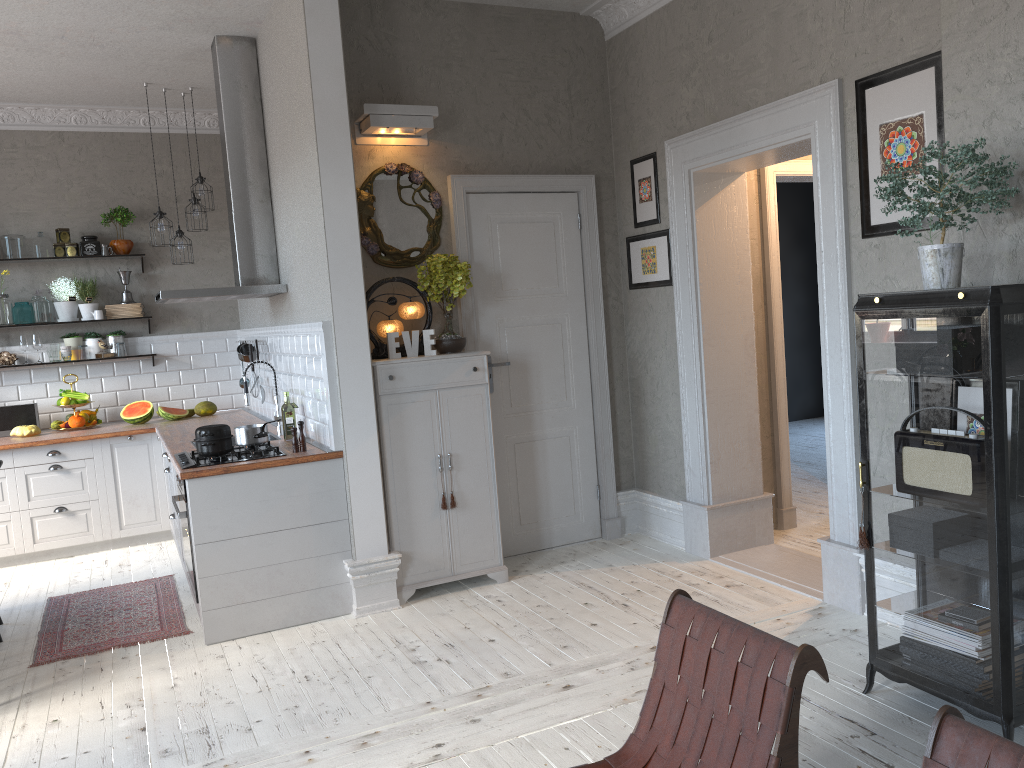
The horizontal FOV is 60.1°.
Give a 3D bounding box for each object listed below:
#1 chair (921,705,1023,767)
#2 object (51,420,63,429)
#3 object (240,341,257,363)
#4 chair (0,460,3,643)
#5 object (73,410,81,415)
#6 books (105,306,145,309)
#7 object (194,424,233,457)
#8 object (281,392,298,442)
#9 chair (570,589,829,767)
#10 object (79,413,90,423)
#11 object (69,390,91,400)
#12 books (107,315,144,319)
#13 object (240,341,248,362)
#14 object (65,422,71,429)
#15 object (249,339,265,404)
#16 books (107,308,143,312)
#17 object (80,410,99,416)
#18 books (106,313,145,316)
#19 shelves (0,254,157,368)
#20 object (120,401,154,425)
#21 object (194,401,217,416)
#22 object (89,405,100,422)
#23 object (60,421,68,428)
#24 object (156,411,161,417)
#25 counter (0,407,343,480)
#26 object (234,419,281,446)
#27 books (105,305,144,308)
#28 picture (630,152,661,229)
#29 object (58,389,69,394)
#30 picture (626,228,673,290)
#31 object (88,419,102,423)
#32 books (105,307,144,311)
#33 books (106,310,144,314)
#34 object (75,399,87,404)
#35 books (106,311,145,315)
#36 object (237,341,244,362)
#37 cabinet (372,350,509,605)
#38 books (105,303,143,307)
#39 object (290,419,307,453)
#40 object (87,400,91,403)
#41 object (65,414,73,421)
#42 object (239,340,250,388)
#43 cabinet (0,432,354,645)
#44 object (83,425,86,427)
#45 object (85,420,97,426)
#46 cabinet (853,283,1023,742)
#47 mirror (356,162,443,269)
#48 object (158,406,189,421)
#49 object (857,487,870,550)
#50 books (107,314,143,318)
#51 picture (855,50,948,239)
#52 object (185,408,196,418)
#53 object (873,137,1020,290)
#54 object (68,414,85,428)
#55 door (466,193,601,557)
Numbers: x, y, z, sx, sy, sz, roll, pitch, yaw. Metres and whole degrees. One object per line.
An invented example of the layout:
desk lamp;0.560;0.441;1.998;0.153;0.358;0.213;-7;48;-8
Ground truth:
chair;0.525;1.004;1.245;1.034;0.721;0.499;-7;5;-25
object;-3.415;0.305;6.679;0.076;0.072;0.152;-4;5;5
object;-1.924;-0.237;6.465;0.109;0.161;0.136;-5;5;-8
chair;-2.893;0.887;4.574;0.559;0.921;0.430;-7;5;-27
object;-3.317;0.245;6.774;0.087;0.093;0.085;-7;5;-29
books;-3.064;-0.603;7.007;0.263;0.016;0.156;-5;5;-13
object;-1.507;0.284;4.477;0.189;0.147;0.194;0;7;45
object;-1.268;0.184;5.078;0.091;0.282;0.080;-7;5;-25
chair;0.177;0.968;2.012;1.034;0.721;0.499;-7;5;-25
object;-3.240;0.257;6.687;0.089;0.078;0.088;-4;5;1
object;-3.299;0.082;6.750;0.181;0.096;0.088;-5;5;-5
books;-3.058;-0.527;7.013;0.265;0.011;0.155;-6;5;-22
object;-1.967;-0.243;6.583;0.110;0.161;0.134;-6;5;-23
object;-3.355;0.313;6.686;0.071;0.076;0.224;-9;6;-42
object;-1.785;-0.086;6.136;0.082;0.443;0.323;-7;5;-24
books;-3.062;-0.581;7.008;0.265;0.011;0.155;-6;5;-22
object;-3.230;0.221;6.769;0.129;0.056;0.058;-7;6;-33
books;-3.060;-0.549;7.011;0.263;0.016;0.156;-5;5;-13
shelves;-3.486;-0.500;6.799;1.338;0.923;0.225;-7;5;-26
object;-2.852;0.222;6.741;0.236;0.174;0.217;-5;5;-3
object;-2.430;0.195;7.027;0.130;0.119;0.207;-2;5;28
object;-3.202;0.225;6.775;0.061;0.120;0.125;-4;5;-1
object;-3.364;0.306;6.665;0.085;0.057;0.088;-4;5;7
object;-2.720;0.241;7.047;0.201;0.067;0.101;-6;5;-19
counter;-2.986;0.447;5.340;3.214;0.039;3.333;-6;5;-25
object;-1.353;0.254;4.799;0.302;0.134;0.176;-4;5;9
books;-3.064;-0.613;7.006;0.264;0.016;0.156;-6;5;-16
picture;0.802;-1.161;5.336;0.012;0.417;0.277;-7;5;-24
object;-3.362;0.063;6.649;0.050;0.058;0.074;0;6;42
picture;0.833;-0.749;5.373;0.014;0.331;0.481;-7;5;-24
object;-3.254;0.285;6.806;0.215;0.044;0.054;-3;5;12
books;-3.063;-0.592;7.008;0.265;0.011;0.155;-6;5;-19
books;-3.061;-0.570;7.009;0.265;0.011;0.155;-6;5;-19
object;-3.264;0.141;6.701;0.098;0.062;0.077;-1;6;38
books;-3.060;-0.560;7.010;0.264;0.016;0.156;-6;5;-16
object;-2.020;-0.248;6.698;0.109;0.161;0.135;-5;5;-13
cabinet;-0.441;0.489;4.906;0.677;1.297;0.377;-7;5;-25
books;-3.065;-0.624;7.005;0.265;0.011;0.155;-6;5;-19
object;-1.105;0.268;4.580;0.074;0.167;0.035;-7;5;-25
object;-3.239;0.133;6.746;0.053;0.050;0.048;-6;5;-16
object;-3.348;0.259;6.768;0.079;0.076;0.154;-4;5;2
object;-2.112;-0.153;6.942;0.078;0.379;0.081;-7;5;-25
cabinet;-2.602;0.802;5.704;4.137;0.854;2.015;-3;5;21
object;-3.254;0.311;6.680;0.071;0.065;0.069;-5;5;-4
object;-3.188;0.298;6.705;0.088;0.051;0.069;-2;5;22
cabinet;1.504;0.413;3.009;0.354;1.472;0.607;-7;5;-24
mirror;-0.634;-0.952;4.992;0.541;0.593;0.070;-7;5;-26
object;-2.594;0.221;6.812;0.229;0.127;0.145;-8;6;-42
object;1.251;0.480;3.168;0.044;0.234;0.041;-3;5;21
books;-3.059;-0.538;7.012;0.265;0.011;0.155;-6;5;-19
picture;1.593;-0.956;3.623;0.020;0.677;0.451;-7;5;-24
object;-2.573;0.230;7.013;0.118;0.073;0.203;-2;5;29
object;1.433;-0.570;2.921;0.417;0.506;0.395;-5;5;-9
object;-3.245;0.275;6.603;0.109;0.111;0.115;-1;6;32
door;0.156;-0.065;5.422;0.764;2.183;0.078;-7;5;-26
